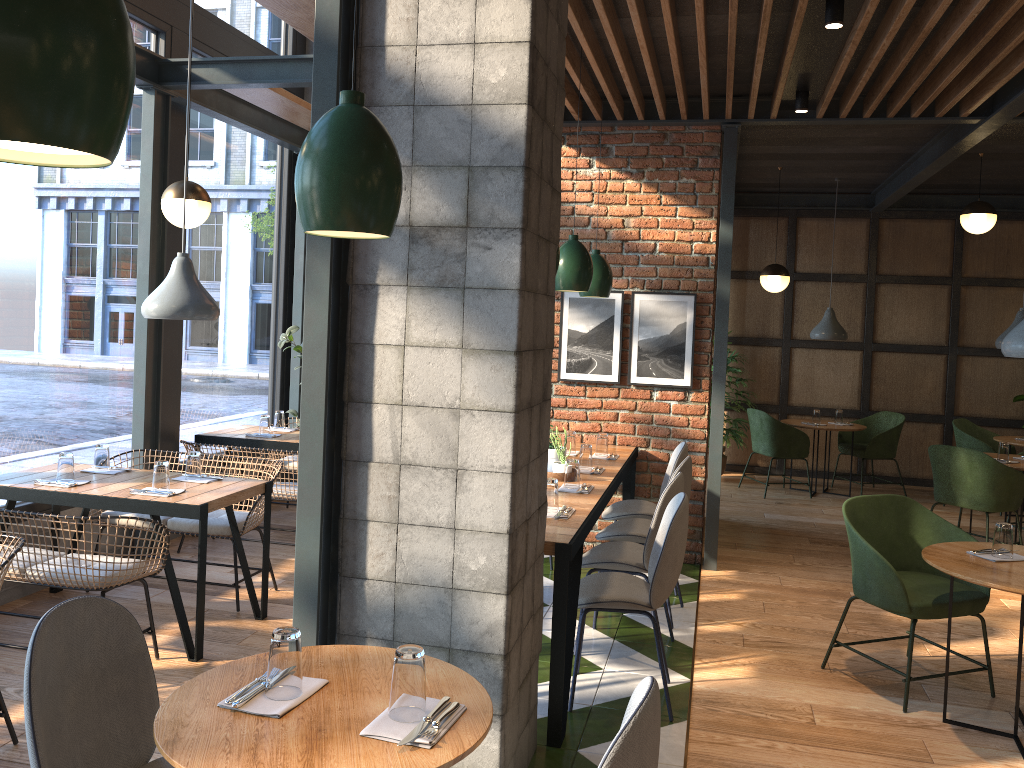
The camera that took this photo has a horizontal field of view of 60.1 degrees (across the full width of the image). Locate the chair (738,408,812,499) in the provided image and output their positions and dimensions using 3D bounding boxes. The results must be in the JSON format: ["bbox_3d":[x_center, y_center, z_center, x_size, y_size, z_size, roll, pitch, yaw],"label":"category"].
[{"bbox_3d":[2.587,0.659,8.657,0.515,0.817,0.640,2,2,-12],"label":"chair"}]

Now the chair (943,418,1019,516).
[{"bbox_3d":[4.451,0.760,8.352,0.516,0.818,0.638,5,3,45],"label":"chair"}]

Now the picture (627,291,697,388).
[{"bbox_3d":[1.002,-0.298,5.922,0.430,0.630,0.015,3,1,13],"label":"picture"}]

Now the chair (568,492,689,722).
[{"bbox_3d":[0.476,0.891,3.767,0.508,0.886,0.419,3,2,9],"label":"chair"}]

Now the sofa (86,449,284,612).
[{"bbox_3d":[-1.811,0.786,4.944,1.092,0.732,0.471,3,2,13],"label":"sofa"}]

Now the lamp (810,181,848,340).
[{"bbox_3d":[3.212,-2.677,8.668,0.352,4.485,0.353,1,2,-42],"label":"lamp"}]

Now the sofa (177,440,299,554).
[{"bbox_3d":[-1.629,0.738,5.720,1.092,0.732,0.471,3,2,13],"label":"sofa"}]

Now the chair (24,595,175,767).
[{"bbox_3d":[-0.833,0.962,2.031,0.508,0.886,0.418,3,2,14],"label":"chair"}]

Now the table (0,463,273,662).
[{"bbox_3d":[-1.939,0.834,4.397,1.272,0.705,0.659,3,3,13],"label":"table"}]

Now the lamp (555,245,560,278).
[{"bbox_3d":[0.127,-1.439,3.696,0.224,2.019,0.224,3,1,16],"label":"lamp"}]

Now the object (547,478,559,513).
[{"bbox_3d":[0.164,0.476,3.811,0.080,0.138,0.080,4,3,36],"label":"object"}]

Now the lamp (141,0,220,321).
[{"bbox_3d":[-1.480,-2.547,4.158,0.352,4.485,0.353,2,2,-25],"label":"lamp"}]

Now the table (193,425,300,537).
[{"bbox_3d":[-1.502,0.716,6.269,1.272,0.705,0.659,3,3,13],"label":"table"}]

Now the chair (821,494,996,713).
[{"bbox_3d":[1.828,0.962,4.049,0.638,0.818,0.516,1,2,-22],"label":"chair"}]

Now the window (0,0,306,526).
[{"bbox_3d":[-2.840,-1.980,3.365,0.127,5.590,8.733,3,3,13],"label":"window"}]

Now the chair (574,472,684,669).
[{"bbox_3d":[0.566,0.854,4.335,0.508,0.886,0.418,3,2,19],"label":"chair"}]

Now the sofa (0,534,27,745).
[{"bbox_3d":[-2.244,0.903,3.088,1.092,0.732,0.471,3,2,13],"label":"sofa"}]

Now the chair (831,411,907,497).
[{"bbox_3d":[3.591,0.685,8.890,0.515,0.817,0.640,2,2,-12],"label":"chair"}]

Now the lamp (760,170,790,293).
[{"bbox_3d":[2.518,-2.741,8.192,0.268,3.789,0.269,1,2,-34],"label":"lamp"}]

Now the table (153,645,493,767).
[{"bbox_3d":[-0.406,1.059,1.904,0.700,0.746,0.700,4,3,23],"label":"table"}]

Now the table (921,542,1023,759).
[{"bbox_3d":[2.066,1.074,3.546,0.809,0.686,0.807,5,4,43],"label":"table"}]

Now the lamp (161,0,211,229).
[{"bbox_3d":[-1.772,-2.774,4.979,0.268,3.789,0.269,2,1,-19],"label":"lamp"}]

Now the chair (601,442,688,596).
[{"bbox_3d":[0.804,0.784,5.430,0.508,0.886,0.419,3,2,9],"label":"chair"}]

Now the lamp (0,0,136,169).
[{"bbox_3d":[-0.508,-1.268,0.977,0.224,2.019,0.224,3,1,16],"label":"lamp"}]

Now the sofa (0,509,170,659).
[{"bbox_3d":[-2.067,0.855,3.845,1.092,0.732,0.471,3,2,13],"label":"sofa"}]

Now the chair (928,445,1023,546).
[{"bbox_3d":[3.349,0.853,6.434,0.515,0.818,0.640,1,3,-32],"label":"chair"}]

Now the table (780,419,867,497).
[{"bbox_3d":[3.063,0.736,8.773,0.807,0.686,0.809,0,4,-37],"label":"table"}]

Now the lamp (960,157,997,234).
[{"bbox_3d":[3.882,-3.116,7.190,0.268,3.789,0.268,2,1,-8],"label":"lamp"}]

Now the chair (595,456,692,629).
[{"bbox_3d":[0.719,0.820,4.888,0.508,0.886,0.418,3,2,20],"label":"chair"}]

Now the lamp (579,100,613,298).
[{"bbox_3d":[0.560,-1.555,5.550,0.224,2.019,0.224,3,1,16],"label":"lamp"}]

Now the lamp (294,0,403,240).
[{"bbox_3d":[-0.305,-1.322,1.845,0.224,2.019,0.224,3,1,16],"label":"lamp"}]

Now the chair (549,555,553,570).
[{"bbox_3d":[0.026,0.745,5.517,0.508,0.886,0.418,3,2,19],"label":"chair"}]

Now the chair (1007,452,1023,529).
[{"bbox_3d":[4.259,0.856,6.920,0.515,0.818,0.640,1,3,-27],"label":"chair"}]

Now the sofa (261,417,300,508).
[{"bbox_3d":[-1.373,0.669,6.820,1.092,0.732,0.471,3,2,13],"label":"sofa"}]

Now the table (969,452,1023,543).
[{"bbox_3d":[3.780,0.920,6.671,0.807,0.686,0.809,0,4,-35],"label":"table"}]

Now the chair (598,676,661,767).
[{"bbox_3d":[0.027,1.015,1.798,0.508,0.886,0.418,3,2,19],"label":"chair"}]

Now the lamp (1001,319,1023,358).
[{"bbox_3d":[2.237,-2.340,3.466,0.352,4.485,0.353,1,2,-42],"label":"lamp"}]

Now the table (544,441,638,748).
[{"bbox_3d":[0.202,0.872,4.710,0.658,0.764,2.777,3,4,13],"label":"table"}]

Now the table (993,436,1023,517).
[{"bbox_3d":[4.776,0.866,7.986,0.808,0.686,0.808,3,3,13],"label":"table"}]

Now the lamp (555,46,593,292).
[{"bbox_3d":[0.357,-1.501,4.682,0.224,2.019,0.224,3,1,16],"label":"lamp"}]

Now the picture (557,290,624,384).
[{"bbox_3d":[0.534,-0.325,6.031,0.430,0.630,0.015,3,1,13],"label":"picture"}]

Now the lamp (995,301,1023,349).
[{"bbox_3d":[3.913,-2.495,6.583,0.352,4.485,0.353,1,2,-42],"label":"lamp"}]
